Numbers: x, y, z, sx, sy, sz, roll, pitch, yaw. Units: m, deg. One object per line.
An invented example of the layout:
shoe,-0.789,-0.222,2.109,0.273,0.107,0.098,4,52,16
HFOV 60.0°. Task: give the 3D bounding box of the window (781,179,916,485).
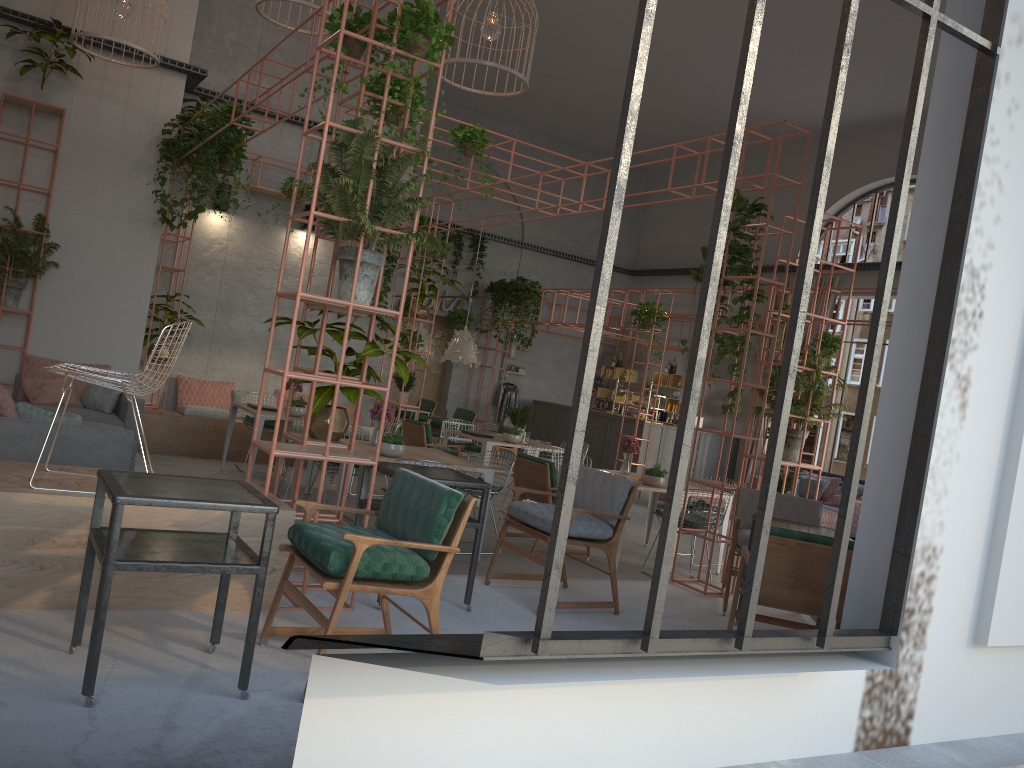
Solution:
window,6.709,-0.925,15.950,0.089,5.538,4.127,9,1,-31

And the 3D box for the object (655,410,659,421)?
object,3.158,0.670,19.275,0.082,0.246,0.082,9,0,2

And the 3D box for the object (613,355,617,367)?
object,2.473,-0.546,21.089,0.134,0.301,0.134,9,1,-42

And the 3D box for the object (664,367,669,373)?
object,3.354,-0.294,19.210,0.088,0.123,0.088,10,0,26

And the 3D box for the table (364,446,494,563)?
table,-0.815,1.059,8.106,0.694,0.830,1.214,9,1,-31

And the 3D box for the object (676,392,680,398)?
object,3.519,0.248,18.830,0.083,0.159,0.083,10,0,14

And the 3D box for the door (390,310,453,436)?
door,-2.273,-0.250,20.033,1.360,2.729,0.551,9,1,-31

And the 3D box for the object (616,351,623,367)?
object,2.546,-0.575,20.906,0.134,0.386,0.134,9,0,3

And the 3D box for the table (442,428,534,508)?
table,-0.382,1.104,11.541,0.694,0.830,1.205,9,1,-31

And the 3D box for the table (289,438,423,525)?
table,-1.402,0.964,7.748,0.694,0.830,1.205,9,1,-31

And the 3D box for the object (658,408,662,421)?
object,3.208,0.657,19.206,0.066,0.291,0.066,10,1,43

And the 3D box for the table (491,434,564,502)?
table,0.207,1.199,11.901,0.694,0.830,1.214,9,1,-31

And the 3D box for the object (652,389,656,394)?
object,3.163,0.188,19.694,0.115,0.147,0.115,9,0,-22

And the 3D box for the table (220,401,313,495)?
table,-2.778,0.716,10.099,0.694,0.830,1.205,9,1,-31

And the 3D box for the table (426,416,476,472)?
table,-1.072,0.998,14.694,0.635,0.798,0.602,9,1,-31

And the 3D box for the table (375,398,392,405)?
table,-2.837,0.680,17.711,0.635,0.798,0.602,9,1,-31

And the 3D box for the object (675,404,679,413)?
object,3.494,0.514,18.737,0.069,0.191,0.069,9,0,-14

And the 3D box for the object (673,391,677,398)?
object,3.473,0.240,18.908,0.083,0.159,0.083,10,0,14

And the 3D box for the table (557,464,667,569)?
table,1.031,1.371,9.158,0.694,0.830,1.205,9,1,-31

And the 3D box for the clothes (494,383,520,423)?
clothes,-0.090,0.470,20.425,0.366,0.997,0.625,10,1,39

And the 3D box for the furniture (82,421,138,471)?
furniture,-3.826,0.563,7.697,0.941,0.446,0.975,9,1,-31

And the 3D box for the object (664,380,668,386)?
object,3.359,-0.017,19.200,0.123,0.142,0.141,9,1,-31

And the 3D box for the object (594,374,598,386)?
object,2.031,-0.087,21.361,0.066,0.291,0.066,10,1,29

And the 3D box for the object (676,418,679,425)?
object,3.512,0.793,18.782,0.073,0.131,0.073,9,1,-38

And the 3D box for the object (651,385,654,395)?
object,3.132,0.109,19.791,0.066,0.291,0.066,10,0,9

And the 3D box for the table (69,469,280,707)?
table,-1.416,0.823,3.690,0.635,0.798,0.602,9,1,-31

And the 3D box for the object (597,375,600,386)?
object,2.096,-0.076,21.401,0.066,0.291,0.066,9,0,-24

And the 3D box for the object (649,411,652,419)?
object,3.050,0.666,19.454,0.073,0.219,0.105,9,0,-25

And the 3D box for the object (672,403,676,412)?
object,3.448,0.506,18.815,0.069,0.191,0.069,10,0,5

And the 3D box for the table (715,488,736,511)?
table,3.873,1.992,14.942,0.520,0.455,0.916,9,1,-31

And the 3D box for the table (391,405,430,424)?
table,-1.955,0.839,16.202,0.635,0.798,0.602,9,1,-31

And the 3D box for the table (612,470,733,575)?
table,1.620,1.466,9.517,0.694,0.830,1.214,9,1,-31

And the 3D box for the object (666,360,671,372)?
object,3.439,-0.372,19.439,0.134,0.301,0.134,9,1,-42

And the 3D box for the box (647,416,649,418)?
box,2.972,0.716,19.554,0.058,0.093,0.122,9,1,-31

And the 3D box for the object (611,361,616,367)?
object,2.388,-0.468,20.861,0.088,0.123,0.088,10,0,26

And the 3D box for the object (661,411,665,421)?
object,3.281,0.674,19.257,0.065,0.280,0.065,10,0,13

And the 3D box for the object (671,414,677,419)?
object,3.462,0.690,18.907,0.115,0.107,0.115,10,0,26

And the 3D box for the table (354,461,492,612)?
table,-0.598,0.944,5.553,0.635,0.798,0.602,9,1,-31

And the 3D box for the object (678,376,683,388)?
object,3.613,-0.033,18.905,0.137,0.261,0.137,10,0,5

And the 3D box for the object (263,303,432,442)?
object,-1.036,-0.094,5.549,0.934,0.923,0.903,10,0,26

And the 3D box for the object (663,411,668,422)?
object,3.349,0.681,19.302,0.074,0.287,0.072,9,0,1

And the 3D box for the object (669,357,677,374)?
object,3.511,-0.401,19.256,0.134,0.386,0.134,9,1,-42

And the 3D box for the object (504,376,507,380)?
object,-0.160,-0.123,20.395,0.093,0.121,0.049,9,1,-28

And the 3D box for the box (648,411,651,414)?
box,3.020,0.629,19.577,0.058,0.093,0.122,9,0,-19

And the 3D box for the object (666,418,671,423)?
object,3.355,0.777,18.932,0.115,0.107,0.115,9,1,-34

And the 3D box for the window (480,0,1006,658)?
window,0.345,-1.878,2.690,4.126,5.544,0.089,9,1,-31

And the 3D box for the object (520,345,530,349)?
object,0.291,-0.863,20.529,0.263,0.101,0.013,9,1,-31

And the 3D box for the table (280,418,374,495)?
table,-2.189,0.811,10.458,0.694,0.830,1.214,9,1,-31

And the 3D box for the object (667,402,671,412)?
object,3.366,0.491,18.955,0.069,0.191,0.069,9,0,-19

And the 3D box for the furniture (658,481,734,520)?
furniture,2.890,1.835,14.304,0.941,0.446,0.976,9,1,-31

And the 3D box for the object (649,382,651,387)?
object,3.062,0.098,19.751,0.066,0.291,0.066,9,0,-24

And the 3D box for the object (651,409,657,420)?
object,3.112,0.662,19.364,0.072,0.248,0.094,9,1,-31

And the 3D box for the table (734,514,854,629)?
table,1.880,1.354,5.938,0.602,0.798,0.635,10,0,9

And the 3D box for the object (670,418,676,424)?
object,3.420,0.789,18.821,0.115,0.107,0.115,10,0,26
